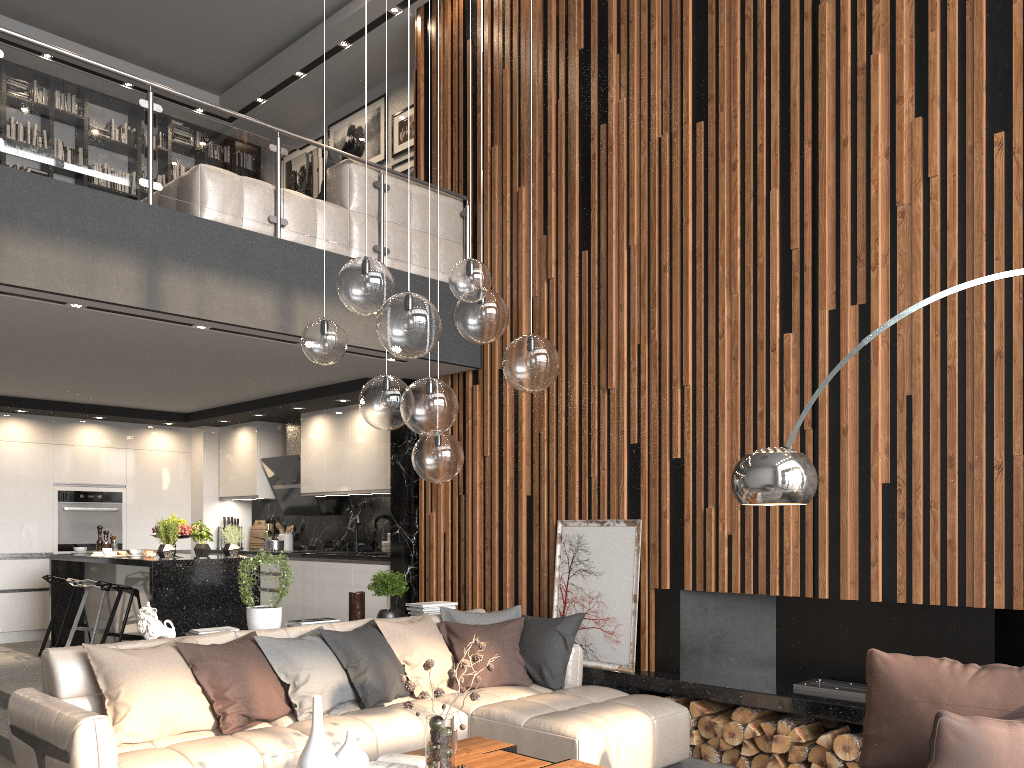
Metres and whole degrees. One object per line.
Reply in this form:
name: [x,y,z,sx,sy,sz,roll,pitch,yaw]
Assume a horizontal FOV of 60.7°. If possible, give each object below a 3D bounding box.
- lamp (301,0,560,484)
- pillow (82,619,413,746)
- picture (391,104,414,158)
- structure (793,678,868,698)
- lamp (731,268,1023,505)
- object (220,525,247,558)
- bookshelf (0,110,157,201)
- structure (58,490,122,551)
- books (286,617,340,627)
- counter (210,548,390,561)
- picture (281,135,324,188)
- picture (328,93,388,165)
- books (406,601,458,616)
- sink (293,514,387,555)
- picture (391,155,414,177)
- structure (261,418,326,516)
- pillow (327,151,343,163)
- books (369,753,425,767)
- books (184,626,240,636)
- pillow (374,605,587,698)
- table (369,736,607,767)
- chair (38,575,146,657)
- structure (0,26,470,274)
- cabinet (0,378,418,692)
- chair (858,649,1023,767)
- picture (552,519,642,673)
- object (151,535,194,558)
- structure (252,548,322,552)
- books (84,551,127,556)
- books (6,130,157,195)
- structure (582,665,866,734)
lamp: [-0.343,-2.100,3.590,1.232,4.977,1.232,0,-1,41]
pillow: [-1.267,1.598,4.800,0.545,0.495,1.954,-5,-10,43]
picture: [-0.972,-2.406,8.247,0.507,0.409,0.025,-6,-4,44]
structure: [2.003,1.764,4.980,0.714,0.102,0.301,-9,-12,44]
lamp: [1.815,0.747,3.088,2.034,2.326,0.320,-2,-1,21]
object: [-2.313,1.295,7.247,0.221,0.283,0.212,2,-4,-32]
bookshelf: [-4.216,-1.642,8.905,0.248,2.501,3.541,0,-4,44]
structure: [-4.674,1.488,9.493,0.654,0.629,0.658,-5,-7,44]
books: [-1.315,1.588,5.706,0.206,0.098,0.327,-7,-11,44]
counter: [-2.043,1.724,8.883,3.474,0.040,0.614,-9,-13,44]
picture: [-2.295,-2.079,9.539,0.875,0.989,0.025,-4,-3,44]
picture: [-1.568,-2.433,8.827,0.996,0.652,0.025,-6,-4,44]
books: [-0.583,1.672,6.382,0.200,0.149,0.334,-6,-10,45]
sink: [-1.622,1.535,8.492,1.118,0.544,0.500,-7,-8,44]
picture: [-0.923,-1.812,8.195,0.648,0.640,0.025,-5,-3,44]
structure: [-2.280,0.874,9.257,0.740,1.026,0.414,-3,-3,44]
pillow: [-1.338,-1.311,7.032,0.761,0.543,1.399,2,-8,-15]
books: [-0.490,1.652,3.789,0.232,0.039,0.346,-4,-10,22]
books: [-1.775,1.517,5.241,0.195,0.099,0.350,-7,-11,44]
pillow: [-0.222,1.754,5.718,1.384,0.545,0.769,2,-6,-15]
table: [-0.365,1.811,3.567,0.902,0.352,1.462,-8,-12,44]
chair: [-3.526,2.000,7.373,1.736,0.733,0.436,-8,-7,44]
structure: [-2.986,-1.146,6.531,3.393,0.735,4.249,-9,-12,44]
cabinet: [-3.195,1.073,7.909,6.232,3.226,3.639,-7,-9,44]
chair: [1.548,1.453,3.036,1.482,0.894,1.459,2,-7,-19]
picture: [0.565,1.423,5.966,0.731,0.994,0.101,-3,-2,44]
object: [-2.801,1.342,7.242,0.367,0.187,0.371,-1,-7,8]
structure: [-2.350,1.753,9.185,0.603,0.060,0.513,-9,-13,44]
books: [-3.613,1.506,7.793,0.173,0.038,0.325,-8,-12,43]
books: [-4.210,-1.687,8.899,0.212,2.316,3.458,0,-5,44]
structure: [1.647,2.031,5.238,6.564,0.455,0.671,-9,-11,44]
